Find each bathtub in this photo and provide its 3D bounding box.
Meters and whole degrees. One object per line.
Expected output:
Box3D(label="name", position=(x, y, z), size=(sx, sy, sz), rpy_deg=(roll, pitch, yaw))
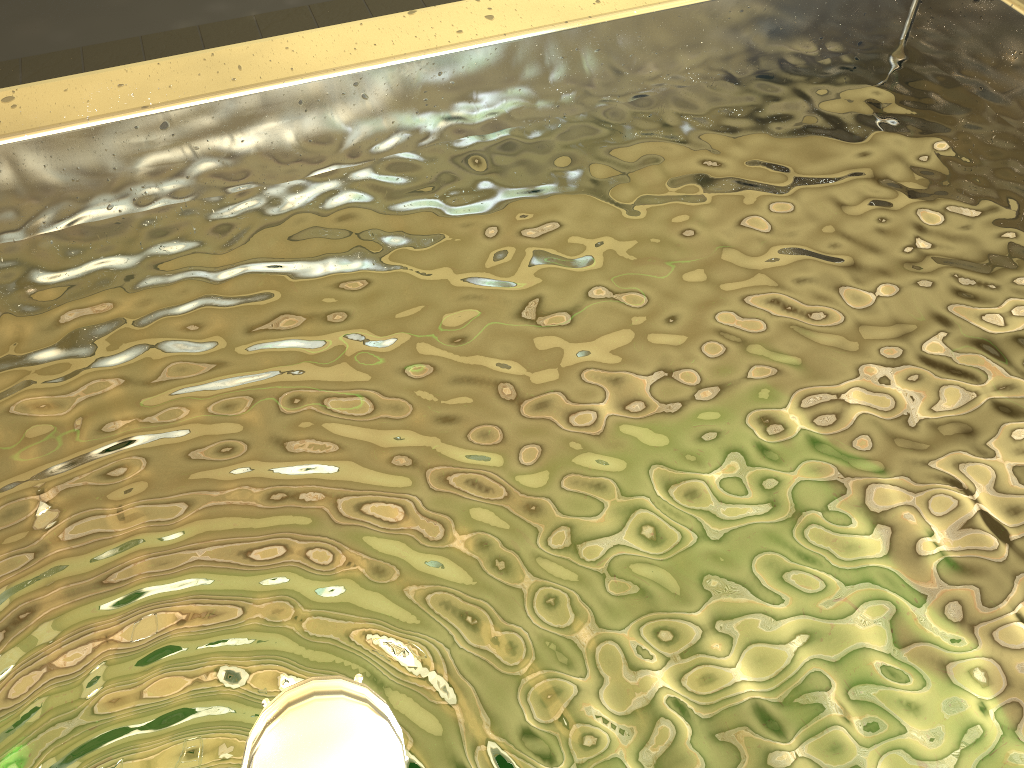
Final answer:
Box3D(label="bathtub", position=(-0.249, 0.140, 0.680), size=(2.134, 1.153, 1.075), rpy_deg=(-16, 52, -12))
